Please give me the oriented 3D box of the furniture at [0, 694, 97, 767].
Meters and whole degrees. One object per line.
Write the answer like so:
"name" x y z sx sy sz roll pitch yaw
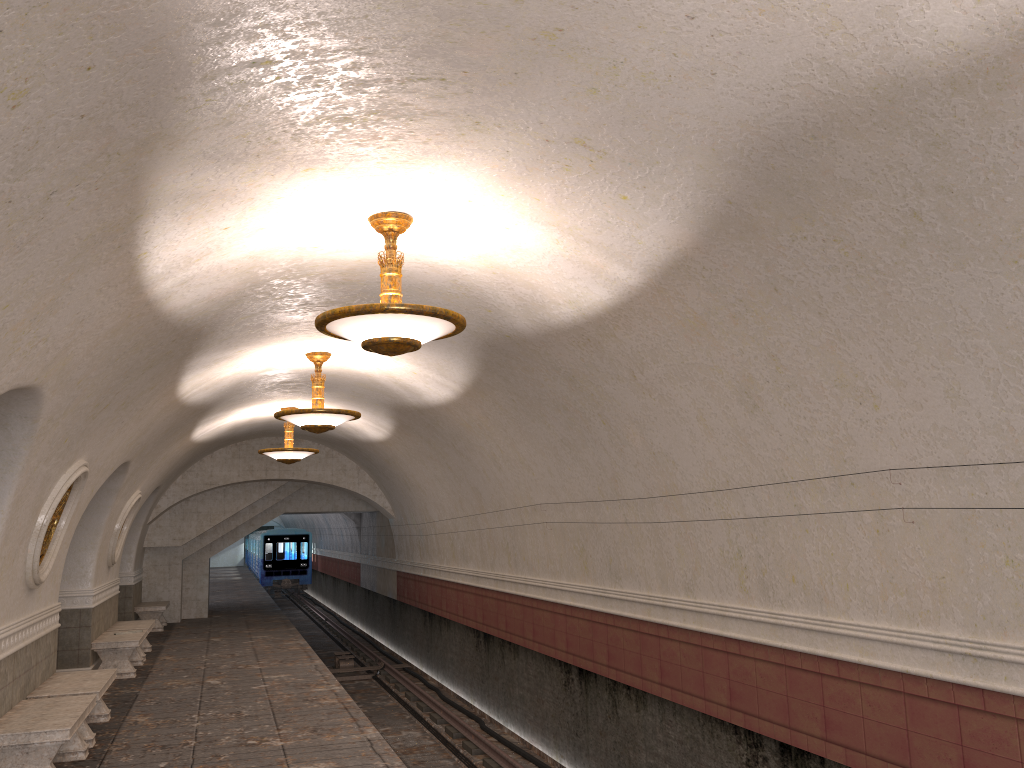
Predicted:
"furniture" -3.831 2.948 7.235 0.613 0.508 1.509 1 -10 -18

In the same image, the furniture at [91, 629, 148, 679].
"furniture" -5.664 3.902 12.828 0.613 0.508 1.509 1 -10 -18

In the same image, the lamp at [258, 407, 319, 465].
"lamp" -3.787 0.891 15.062 1.008 0.955 1.008 -6 -10 27

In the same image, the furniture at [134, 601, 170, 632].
"furniture" -7.601 4.911 18.740 0.613 0.508 1.509 1 -10 -18

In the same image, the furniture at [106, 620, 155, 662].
"furniture" -6.180 4.171 14.405 0.613 0.508 1.509 1 -10 -18

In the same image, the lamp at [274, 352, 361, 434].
"lamp" -2.302 0.118 10.532 1.008 0.955 1.008 -1 -9 -2

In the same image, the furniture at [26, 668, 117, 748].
"furniture" -4.348 3.217 8.812 0.613 0.508 1.509 1 -10 -18

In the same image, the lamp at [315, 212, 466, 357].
"lamp" -0.818 -0.655 6.003 1.008 0.955 1.008 -1 -9 -2
